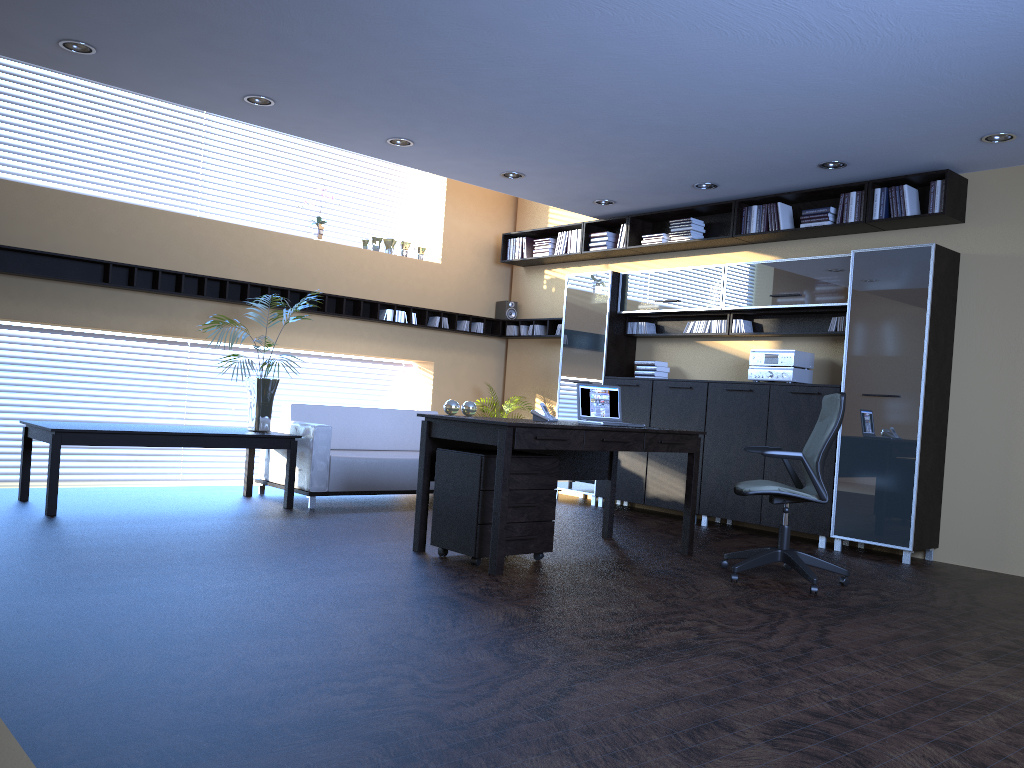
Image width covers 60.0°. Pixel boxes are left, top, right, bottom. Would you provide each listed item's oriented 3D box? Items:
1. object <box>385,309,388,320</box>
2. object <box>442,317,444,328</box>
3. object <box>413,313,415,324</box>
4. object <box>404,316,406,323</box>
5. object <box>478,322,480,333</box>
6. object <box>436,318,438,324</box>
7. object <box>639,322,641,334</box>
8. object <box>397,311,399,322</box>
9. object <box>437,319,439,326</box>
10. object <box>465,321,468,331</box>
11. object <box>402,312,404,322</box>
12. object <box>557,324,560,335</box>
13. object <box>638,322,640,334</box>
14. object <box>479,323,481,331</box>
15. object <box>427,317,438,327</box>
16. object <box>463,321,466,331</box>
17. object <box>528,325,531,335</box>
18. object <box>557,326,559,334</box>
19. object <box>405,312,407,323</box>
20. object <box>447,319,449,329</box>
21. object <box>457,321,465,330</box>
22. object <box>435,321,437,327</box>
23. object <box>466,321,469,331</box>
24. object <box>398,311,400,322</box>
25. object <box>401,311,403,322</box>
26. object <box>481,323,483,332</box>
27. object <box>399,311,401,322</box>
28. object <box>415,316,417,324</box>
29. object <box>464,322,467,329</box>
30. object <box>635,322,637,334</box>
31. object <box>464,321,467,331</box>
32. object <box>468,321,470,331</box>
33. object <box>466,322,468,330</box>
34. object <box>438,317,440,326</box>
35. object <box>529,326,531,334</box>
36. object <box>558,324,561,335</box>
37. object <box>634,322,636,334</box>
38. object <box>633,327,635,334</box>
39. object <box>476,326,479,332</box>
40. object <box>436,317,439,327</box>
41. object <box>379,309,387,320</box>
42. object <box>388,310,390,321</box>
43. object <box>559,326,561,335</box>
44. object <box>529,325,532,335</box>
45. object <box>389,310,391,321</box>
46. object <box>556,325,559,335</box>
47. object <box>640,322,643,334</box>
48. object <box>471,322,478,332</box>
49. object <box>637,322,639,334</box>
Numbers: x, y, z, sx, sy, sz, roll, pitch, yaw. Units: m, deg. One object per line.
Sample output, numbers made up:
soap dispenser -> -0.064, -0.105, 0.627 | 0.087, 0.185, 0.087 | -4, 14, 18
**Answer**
object -> -1.391, -0.749, 9.637 | 0.009, 0.120, 0.142 | 4, 0, -41
object -> -0.830, -0.700, 10.134 | 0.009, 0.120, 0.142 | 4, 0, -41
object -> -1.132, -0.726, 9.869 | 0.030, 0.120, 0.142 | 4, 0, -41
object -> -1.213, -0.732, 9.802 | 0.041, 0.122, 0.142 | 4, 0, -42
object -> -0.433, -0.666, 10.479 | 0.009, 0.120, 0.142 | 4, 0, -41
object -> -0.896, -0.706, 10.079 | 0.026, 0.117, 0.140 | 4, 0, -41
object -> 1.357, -0.566, 9.070 | 0.142, 0.120, 0.009 | 4, 0, -41
object -> -1.291, -0.740, 9.730 | 0.006, 0.118, 0.140 | 4, 0, -42
object -> -0.882, -0.705, 10.094 | 0.026, 0.117, 0.140 | 4, 0, -41
object -> -0.578, -0.678, 10.355 | 0.030, 0.120, 0.142 | 4, 0, -42
object -> -1.241, -0.736, 9.767 | 0.009, 0.120, 0.142 | 4, 0, -41
object -> 0.576, -0.604, 9.965 | 0.142, 0.120, 0.030 | 4, 0, -41
object -> 1.344, -0.567, 9.086 | 0.142, 0.120, 0.009 | 4, 0, -41
object -> -0.424, -0.665, 10.485 | 0.009, 0.120, 0.142 | 4, 0, -42
object -> -0.905, -0.706, 10.067 | 0.040, 0.118, 0.142 | 4, 0, -42
object -> -0.597, -0.680, 10.345 | 0.030, 0.120, 0.142 | 4, 0, -42
object -> 0.251, -0.619, 10.334 | 0.142, 0.118, 0.040 | 4, 0, -41
object -> 0.569, -0.605, 9.973 | 0.142, 0.120, 0.030 | 4, 0, -41
object -> -1.211, -0.732, 9.800 | 0.040, 0.118, 0.142 | 4, 0, -41
object -> -0.781, -0.695, 10.179 | 0.040, 0.118, 0.142 | 4, 0, -42
object -> -0.607, -0.680, 10.333 | 0.040, 0.118, 0.142 | 4, 0, -42
object -> -0.897, -0.706, 10.080 | 0.030, 0.120, 0.142 | 4, 0, -42
object -> -0.555, -0.677, 10.376 | 0.009, 0.120, 0.142 | 4, 0, -41
object -> -1.279, -0.739, 9.733 | 0.009, 0.120, 0.142 | 4, 0, -41
object -> -1.250, -0.737, 9.762 | 0.009, 0.120, 0.142 | 4, 0, -42
object -> -0.401, -0.663, 10.505 | 0.009, 0.120, 0.142 | 4, 0, -42
object -> -1.271, -0.739, 9.739 | 0.009, 0.120, 0.142 | 4, 0, -41
object -> -1.112, -0.724, 9.885 | 0.036, 0.116, 0.140 | 4, 0, -41
object -> -0.587, -0.679, 10.349 | 0.030, 0.120, 0.142 | 4, 0, -42
object -> 1.317, -0.568, 9.116 | 0.142, 0.120, 0.009 | 4, 0, -41
object -> -0.585, -0.679, 10.346 | 0.026, 0.117, 0.140 | 4, 0, -41
object -> -0.550, -0.676, 10.385 | 0.009, 0.120, 0.142 | 4, 0, -42
object -> -0.569, -0.678, 10.360 | 0.030, 0.120, 0.142 | 4, 0, -41
object -> -0.875, -0.704, 10.102 | 0.030, 0.120, 0.142 | 4, 0, -41
object -> 0.261, -0.620, 10.323 | 0.142, 0.120, 0.030 | 4, 0, -41
object -> 0.583, -0.604, 9.957 | 0.142, 0.120, 0.030 | 4, 0, -41
object -> 1.310, -0.568, 9.122 | 0.140, 0.118, 0.006 | 4, 0, -41
object -> 1.305, -0.568, 9.132 | 0.142, 0.120, 0.009 | 4, 0, -41
object -> -0.444, -0.667, 10.477 | 0.009, 0.120, 0.142 | 4, 0, -42
object -> -0.888, -0.705, 10.086 | 0.030, 0.120, 0.142 | 4, 0, -41
object -> -1.411, -0.749, 9.622 | 0.040, 0.118, 0.142 | 4, 0, -42
object -> -1.376, -0.748, 9.651 | 0.009, 0.120, 0.142 | 4, 0, -41
object -> 0.589, -0.604, 9.950 | 0.142, 0.120, 0.030 | 4, 0, -41
object -> 0.268, -0.619, 10.315 | 0.142, 0.120, 0.030 | 4, 0, -41
object -> -1.369, -0.747, 9.657 | 0.009, 0.120, 0.142 | 4, 0, -41
object -> 0.559, -0.604, 9.984 | 0.142, 0.118, 0.040 | 4, 0, -41
object -> 1.366, -0.565, 9.065 | 0.142, 0.120, 0.009 | 4, 0, -41
object -> -0.459, -0.667, 10.457 | 0.040, 0.118, 0.142 | 4, 0, -42
object -> 1.337, -0.567, 9.093 | 0.142, 0.120, 0.009 | 4, 0, -42
